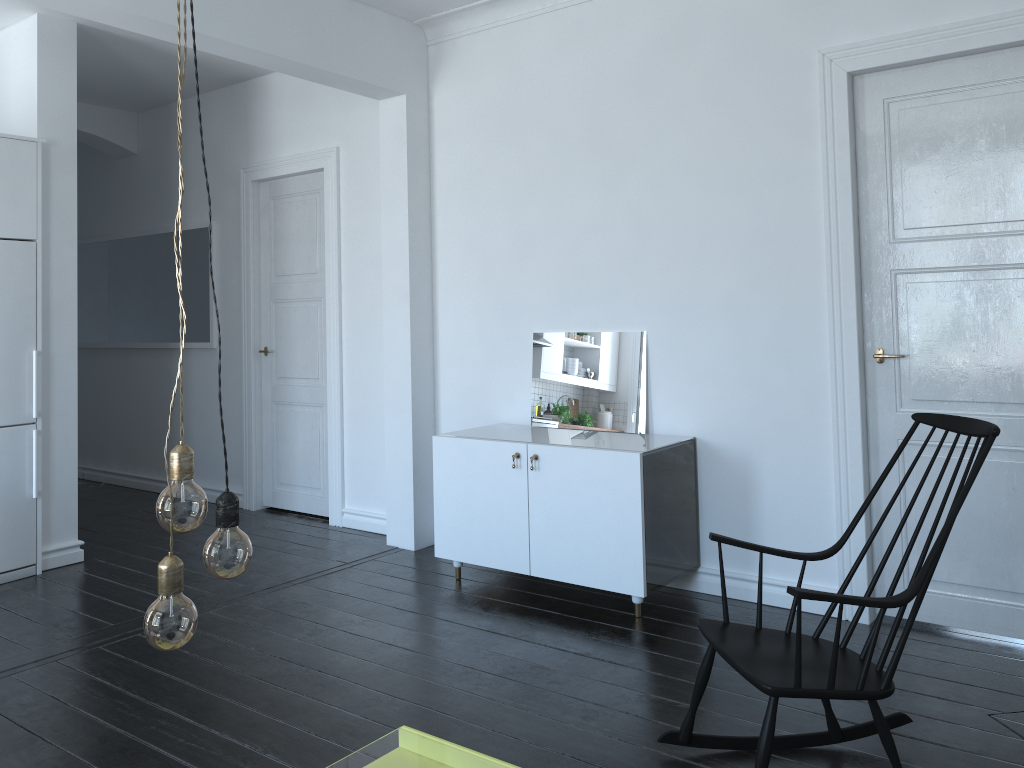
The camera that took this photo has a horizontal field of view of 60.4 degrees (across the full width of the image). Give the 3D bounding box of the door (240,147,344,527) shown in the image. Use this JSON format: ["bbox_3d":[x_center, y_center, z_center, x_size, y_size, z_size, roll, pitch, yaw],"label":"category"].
[{"bbox_3d":[-1.507,-0.335,6.091,1.039,2.485,0.116,-2,-3,37],"label":"door"}]

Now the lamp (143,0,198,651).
[{"bbox_3d":[-0.515,-0.367,1.315,0.074,1.503,0.088,0,-3,-29],"label":"lamp"}]

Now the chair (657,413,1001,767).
[{"bbox_3d":[0.910,0.617,2.487,0.905,1.009,0.611,-1,-1,-8],"label":"chair"}]

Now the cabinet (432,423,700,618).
[{"bbox_3d":[0.231,0.627,4.325,1.199,0.738,0.590,1,1,37],"label":"cabinet"}]

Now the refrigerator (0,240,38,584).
[{"bbox_3d":[-2.990,0.139,4.734,0.679,1.809,0.575,-3,-2,37],"label":"refrigerator"}]

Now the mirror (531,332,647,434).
[{"bbox_3d":[0.388,-0.017,4.578,0.695,0.504,0.054,0,-1,37],"label":"mirror"}]

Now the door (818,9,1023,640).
[{"bbox_3d":[1.875,-0.221,3.522,1.166,2.485,0.116,-2,-3,37],"label":"door"}]

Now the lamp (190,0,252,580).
[{"bbox_3d":[-0.467,-0.447,1.406,0.086,1.503,0.074,-1,-2,-1],"label":"lamp"}]

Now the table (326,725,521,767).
[{"bbox_3d":[-0.427,1.042,1.270,0.599,0.400,1.404,0,4,37],"label":"table"}]

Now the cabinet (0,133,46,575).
[{"bbox_3d":[-4.053,-0.037,3.619,0.777,2.378,3.797,-3,1,41],"label":"cabinet"}]

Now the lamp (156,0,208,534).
[{"bbox_3d":[-0.517,-0.525,1.365,0.074,1.503,0.074,-1,-2,-6],"label":"lamp"}]
